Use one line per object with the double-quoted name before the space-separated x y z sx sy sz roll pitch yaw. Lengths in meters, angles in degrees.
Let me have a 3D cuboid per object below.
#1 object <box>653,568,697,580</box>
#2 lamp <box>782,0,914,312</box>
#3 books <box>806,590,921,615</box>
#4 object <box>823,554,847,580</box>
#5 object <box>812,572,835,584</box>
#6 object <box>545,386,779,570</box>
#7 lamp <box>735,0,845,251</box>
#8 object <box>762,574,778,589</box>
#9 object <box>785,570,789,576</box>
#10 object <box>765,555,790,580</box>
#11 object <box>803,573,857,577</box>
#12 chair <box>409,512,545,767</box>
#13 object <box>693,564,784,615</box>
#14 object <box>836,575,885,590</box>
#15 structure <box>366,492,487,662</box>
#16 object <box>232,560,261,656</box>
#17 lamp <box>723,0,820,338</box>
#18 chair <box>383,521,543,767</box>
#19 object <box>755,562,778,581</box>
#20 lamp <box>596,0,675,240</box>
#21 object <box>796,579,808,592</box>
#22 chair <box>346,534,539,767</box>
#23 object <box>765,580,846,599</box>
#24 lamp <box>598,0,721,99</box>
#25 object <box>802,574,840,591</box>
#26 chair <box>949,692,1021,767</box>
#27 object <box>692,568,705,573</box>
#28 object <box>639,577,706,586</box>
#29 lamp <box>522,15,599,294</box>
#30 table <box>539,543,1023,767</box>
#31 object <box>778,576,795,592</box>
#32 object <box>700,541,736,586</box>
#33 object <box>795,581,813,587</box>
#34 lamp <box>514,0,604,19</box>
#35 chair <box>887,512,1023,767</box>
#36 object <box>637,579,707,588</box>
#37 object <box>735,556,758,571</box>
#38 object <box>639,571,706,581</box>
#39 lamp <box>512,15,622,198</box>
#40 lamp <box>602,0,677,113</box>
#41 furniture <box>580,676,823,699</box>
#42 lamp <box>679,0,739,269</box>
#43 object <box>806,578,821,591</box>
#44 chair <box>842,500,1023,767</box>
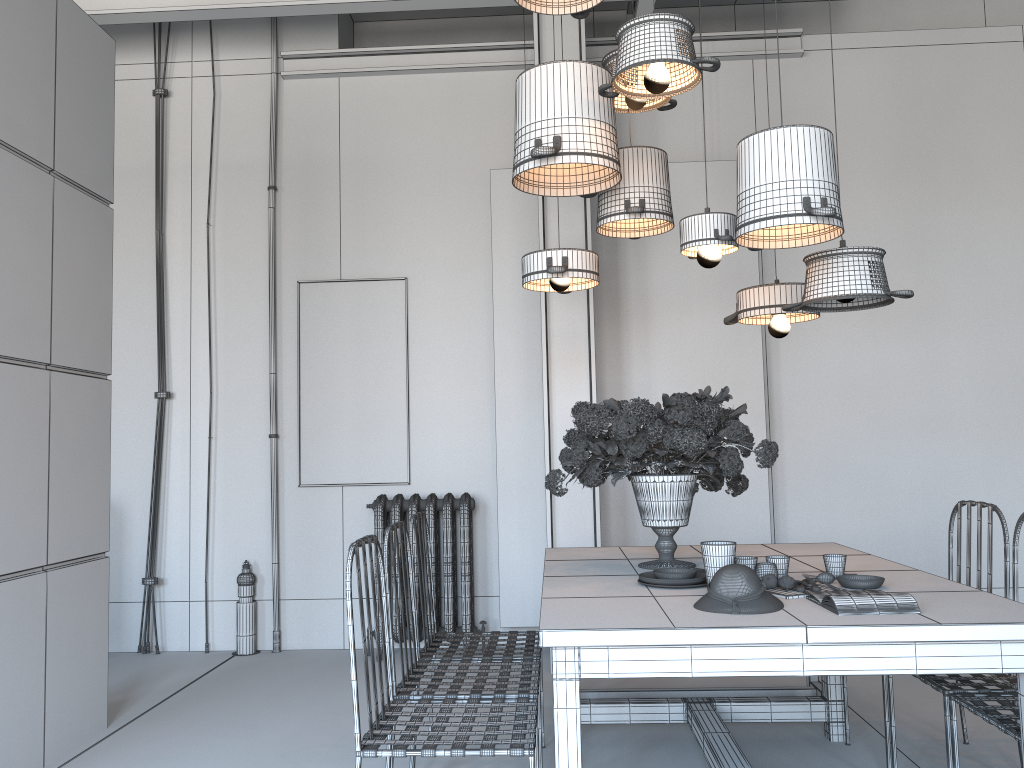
"object" 0.509 0.598 2.768 0.135 0.029 0.135 -1 -4 -5
"lamp" 1.080 -1.259 3.011 0.359 2.004 0.301 -1 -4 0
"books" 0.901 0.556 2.296 0.202 0.041 0.249 -1 -4 1
"object" 1.010 0.573 2.771 0.071 0.076 0.071 2 -6 -40
"object" 0.932 0.590 2.720 0.054 0.037 0.121 0 -5 -19
"object" 0.513 0.324 3.178 0.782 0.654 0.697 -2 -4 5
"lamp" 0.801 -1.355 2.709 0.312 1.845 0.352 -4 -5 28
"object" 0.741 0.567 2.543 0.051 0.045 0.045 0 -5 -20
"object" 0.795 0.563 2.562 0.044 0.050 0.043 -3 -5 20
"object" 0.801 0.558 2.667 0.071 0.076 0.071 -4 -5 27
"object" 1.018 0.610 2.836 0.174 0.014 0.021 -1 -4 -2
"chair" -0.129 0.989 3.460 0.488 0.975 0.474 -2 -4 3
"object" 0.592 0.579 2.334 0.236 0.211 0.260 -3 -5 20
"object" 1.019 0.581 2.593 0.133 0.029 0.133 2 -6 -40
"structure" -0.526 1.170 5.403 0.733 1.007 0.328 -2 -4 3
"object" -1.658 1.433 5.578 0.173 0.647 0.206 -5 -6 38
"lamp" 1.062 -1.195 3.680 0.404 2.026 0.323 -2 -4 6
"chair" -0.152 0.951 2.965 0.488 0.975 0.474 -2 -4 3
"object" 0.750 0.560 2.611 0.065 0.064 0.065 0 -5 -12
"lamp" 0.491 -1.415 3.728 0.364 1.553 0.322 3 -6 -42
"object" 0.848 0.581 2.578 0.024 0.015 0.249 -3 -5 22
"chair" -0.175 0.912 2.458 0.488 0.975 0.474 -2 -4 3
"object" 0.788 0.598 2.610 0.213 0.012 0.335 0 -5 -21
"lamp" 0.463 -1.598 2.956 0.359 1.306 0.301 -1 -4 -4
"object" 0.891 0.572 2.563 0.021 0.026 0.173 0 -5 -13
"chair" 1.522 0.866 2.386 0.488 0.975 0.474 -2 -4 3
"object" 0.688 0.622 2.920 0.182 0.016 0.179 -2 -4 7
"object" 0.499 0.608 2.743 0.211 0.024 0.211 -3 -5 21
"lamp" 0.183 -1.281 3.774 0.323 1.798 0.404 1 -5 -29
"table" 0.732 1.036 2.908 1.239 0.819 1.784 -2 -4 3
"object" 0.778 0.564 2.510 0.044 0.043 0.043 1 -5 -25
"object" 0.598 0.531 2.559 0.102 0.146 0.102 1 -5 -32
"object" 0.836 0.578 2.571 0.021 0.019 0.174 -1 -4 0
"lamp" 0.160 -1.798 3.112 0.392 0.870 0.346 1 -5 -27
"chair" 1.545 0.904 2.880 0.488 0.975 0.474 -2 -4 3
"object" 0.506 0.613 2.736 0.236 0.015 0.236 1 -5 -25
"object" 0.704 0.560 2.668 0.071 0.076 0.071 -1 -4 0
"object" 0.499 0.602 2.744 0.211 0.024 0.211 3 -6 -45
"lamp" 0.190 -1.486 3.404 0.470 1.447 0.415 1 -5 -27
"lamp" 0.485 -1.653 3.631 0.301 1.094 0.359 -3 -5 20
"furniture" 0.820 1.273 4.120 1.260 0.478 0.300 -2 -4 3
"lamp" 0.677 -1.320 3.199 0.253 1.831 0.202 -5 -6 41
"object" 0.868 0.577 2.563 0.024 0.017 0.249 -2 -5 12
"chair" 1.569 0.943 3.387 0.488 0.975 0.474 -2 -4 3
